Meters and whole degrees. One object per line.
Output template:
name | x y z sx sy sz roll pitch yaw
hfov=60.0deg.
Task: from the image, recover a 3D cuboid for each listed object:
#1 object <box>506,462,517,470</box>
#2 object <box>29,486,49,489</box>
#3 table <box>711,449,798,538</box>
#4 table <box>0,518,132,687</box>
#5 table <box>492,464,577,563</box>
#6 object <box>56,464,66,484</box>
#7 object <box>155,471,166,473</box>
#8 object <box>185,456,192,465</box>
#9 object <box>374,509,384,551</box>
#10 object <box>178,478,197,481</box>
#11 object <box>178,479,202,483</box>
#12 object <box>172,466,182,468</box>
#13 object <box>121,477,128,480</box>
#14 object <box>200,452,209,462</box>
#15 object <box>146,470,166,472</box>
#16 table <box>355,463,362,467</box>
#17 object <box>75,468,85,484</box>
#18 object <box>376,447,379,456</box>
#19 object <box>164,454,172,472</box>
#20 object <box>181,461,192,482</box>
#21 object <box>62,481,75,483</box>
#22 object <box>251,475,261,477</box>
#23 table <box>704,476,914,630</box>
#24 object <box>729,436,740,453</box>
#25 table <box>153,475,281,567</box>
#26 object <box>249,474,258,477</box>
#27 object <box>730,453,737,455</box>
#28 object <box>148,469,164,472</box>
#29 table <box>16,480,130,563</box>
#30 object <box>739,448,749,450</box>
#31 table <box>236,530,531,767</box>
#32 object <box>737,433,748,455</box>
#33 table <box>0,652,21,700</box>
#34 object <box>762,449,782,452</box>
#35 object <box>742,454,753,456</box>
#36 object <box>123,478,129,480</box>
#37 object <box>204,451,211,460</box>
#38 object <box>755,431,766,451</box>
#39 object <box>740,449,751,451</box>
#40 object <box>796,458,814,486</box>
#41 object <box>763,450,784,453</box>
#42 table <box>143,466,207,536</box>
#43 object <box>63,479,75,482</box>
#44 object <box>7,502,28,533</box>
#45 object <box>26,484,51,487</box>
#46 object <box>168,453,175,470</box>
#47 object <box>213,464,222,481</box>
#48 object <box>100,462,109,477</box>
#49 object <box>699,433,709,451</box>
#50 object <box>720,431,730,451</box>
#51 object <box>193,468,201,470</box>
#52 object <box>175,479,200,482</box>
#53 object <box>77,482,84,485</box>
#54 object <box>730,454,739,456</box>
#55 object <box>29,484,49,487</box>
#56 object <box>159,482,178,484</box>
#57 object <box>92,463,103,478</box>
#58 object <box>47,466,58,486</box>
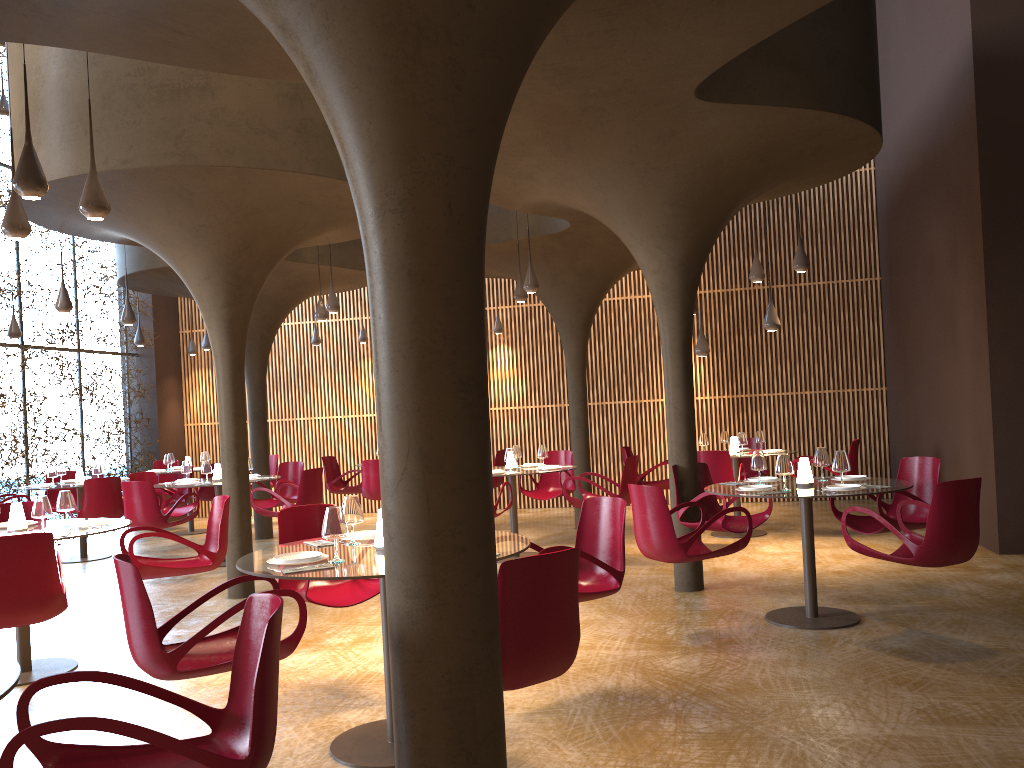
object | -0.015 0.978 11.314 0.142 0.232 0.144 -3 -1 -13
object | -6.734 1.477 12.631 0.262 0.017 0.126 -2 -2 -33
table | 3.126 1.526 12.337 1.673 1.130 1.671 -4 -1 32
table | -3.904 1.742 7.055 1.671 1.130 1.673 -2 -1 -24
table | 0.020 1.658 11.313 1.673 1.130 1.671 -4 -1 32
object | -6.819 1.359 13.401 0.142 0.295 0.142 -3 0 24
object | -6.061 1.515 15.200 0.262 0.017 0.126 -2 -2 -33
object | -5.770 1.402 15.784 0.144 0.232 0.142 -3 -1 -13
object | -0.734 0.842 5.147 0.142 0.232 0.144 -3 -1 -28
object | -4.521 1.338 12.347 0.263 0.029 0.263 -3 -2 13
object | -4.519 1.348 12.352 0.204 0.012 0.410 -4 -2 25
object | -6.094 1.528 16.199 0.263 0.029 0.263 -2 -2 -34
object | -5.966 1.444 13.454 0.263 0.029 0.263 -3 -2 5
object | -5.411 1.348 15.588 0.142 0.295 0.142 -3 0 -28
object | -6.209 1.522 15.464 0.332 0.014 0.332 -3 -2 -7
table | -1.691 1.837 14.514 1.673 1.130 1.672 -3 -1 22
object | -6.443 1.365 13.214 0.142 0.232 0.144 -3 -1 -23
object | -2.135 1.145 14.417 0.142 0.295 0.142 -3 0 -16
object | -5.986 1.373 15.425 0.142 0.295 0.142 -3 0 11
object | -4.453 1.200 12.127 0.142 0.295 0.142 -3 0 -40
object | -6.766 1.500 13.629 0.332 0.014 0.332 -3 -2 4
object | -3.739 1.314 12.596 0.332 0.014 0.332 -3 -2 -6
table | 2.511 1.422 7.500 1.671 1.130 1.673 -3 -1 -20
object | 3.091 0.846 12.338 0.144 0.232 0.142 -3 0 8
table | -3.998 1.890 12.151 1.673 1.130 1.671 -4 -1 32
object | -3.740 1.304 12.596 0.263 0.029 0.263 -3 -2 14
object | 2.878 0.941 11.869 0.263 0.029 0.263 -3 -2 17
object | -6.209 1.513 15.464 0.263 0.029 0.263 -3 -2 0
table | -6.407 2.045 13.213 1.671 1.130 1.673 -2 -1 -36
object | 3.295 0.946 12.829 0.263 0.029 0.263 -4 -2 39
table | -0.699 1.522 5.146 1.671 1.130 1.673 -2 -1 -27
object | 3.096 0.804 11.928 0.142 0.295 0.142 -3 0 21
table | -2.322 1.532 2.517 1.671 1.130 1.673 -3 -1 -19
object | 3.537 0.912 12.045 0.263 0.029 0.263 -3 -2 8
object | 3.121 0.940 11.689 0.126 0.017 0.262 -4 -2 33
object | -5.965 1.453 13.454 0.332 0.014 0.332 -3 -2 5
object | -5.531 1.367 16.047 0.142 0.295 0.142 -3 0 30
object | 3.436 0.795 12.258 0.142 0.295 0.142 -3 0 0
object | 3.296 0.956 12.829 0.331 0.014 0.332 -2 -2 -41
object | 2.475 0.742 7.501 0.144 0.232 0.142 -3 -1 -31
object | 3.538 0.921 12.045 0.332 0.014 0.332 -3 -2 1
table | -5.735 2.083 15.783 1.671 1.130 1.673 -2 -1 -36
object | -6.767 1.490 13.629 0.263 0.029 0.263 -2 -2 -41
object | -3.939 1.061 7.056 0.142 0.232 0.144 -3 -1 5
object | -6.882 1.485 12.894 0.332 0.014 0.332 -3 -2 -7
object | -6.146 1.396 15.971 0.142 0.295 0.142 -3 0 13
object | -4.033 1.210 12.152 0.142 0.232 0.144 -3 -1 -33
object | -6.204 1.329 13.477 0.142 0.295 0.142 -3 0 -38
object | 2.672 0.838 12.349 0.142 0.295 0.142 -3 0 -30
object | 3.068 0.829 12.757 0.142 0.295 0.142 -3 0 -6
object | -5.465 1.471 15.363 0.263 0.029 0.263 -3 -2 5
object | -4.520 1.347 12.347 0.332 0.014 0.331 -4 -2 39
object | -6.138 1.434 12.793 0.263 0.029 0.263 -2 -2 -27
object | 2.878 0.950 11.869 0.332 0.014 0.331 -4 -2 40
object | -6.882 1.475 12.894 0.263 0.029 0.263 -2 -2 -16
object | -4.682 1.356 12.092 0.262 0.017 0.126 -4 -2 29
object | -6.084 1.310 13.018 0.142 0.295 0.142 -3 0 28
object | -6.659 1.335 12.855 0.142 0.295 0.142 -3 0 11
